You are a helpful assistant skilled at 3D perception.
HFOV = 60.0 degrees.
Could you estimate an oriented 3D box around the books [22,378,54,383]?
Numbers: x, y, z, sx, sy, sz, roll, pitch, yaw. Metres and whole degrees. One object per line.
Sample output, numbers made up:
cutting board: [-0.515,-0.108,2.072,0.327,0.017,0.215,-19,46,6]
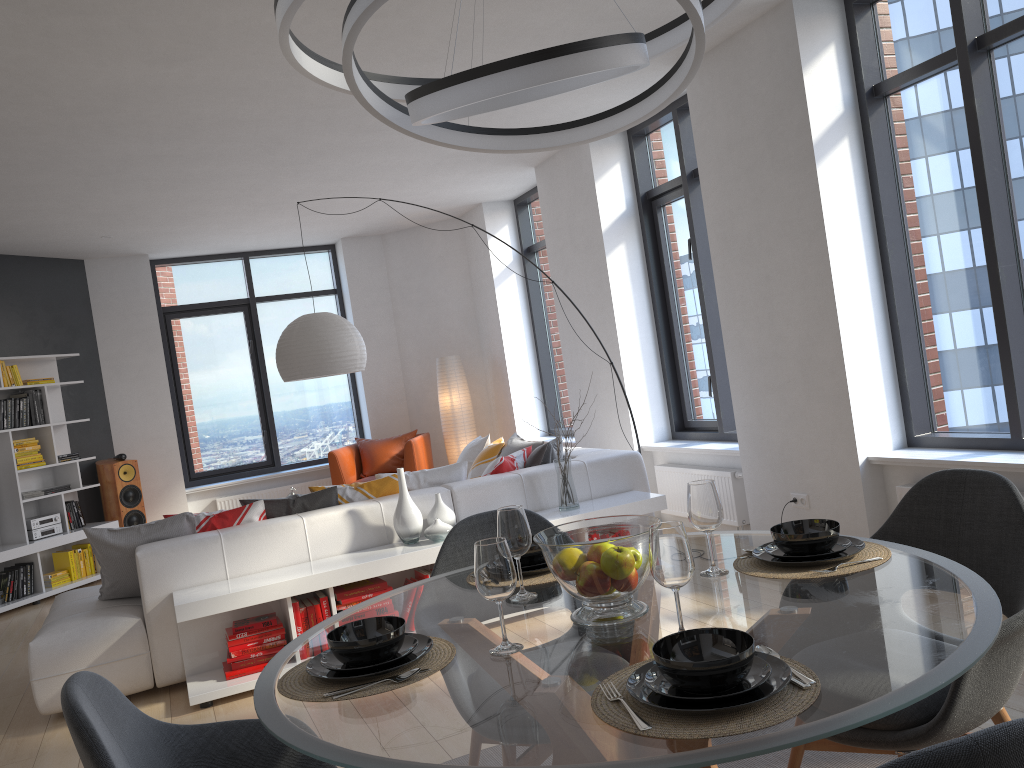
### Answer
books: [-4.191,-0.023,7.761,0.203,0.024,0.257,-8,1,26]

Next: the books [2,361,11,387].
books: [-4.304,-0.074,7.453,0.164,0.224,0.054,-8,1,22]

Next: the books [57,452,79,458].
books: [-4.011,0.644,7.915,0.161,0.023,0.213,-8,1,26]

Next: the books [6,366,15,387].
books: [-4.269,-0.057,7.473,0.132,0.180,0.054,-8,1,23]

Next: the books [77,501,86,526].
books: [-3.940,1.175,7.970,0.179,0.233,0.077,-8,1,23]

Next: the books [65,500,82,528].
books: [-3.943,1.167,7.902,0.193,0.255,0.066,-8,1,22]

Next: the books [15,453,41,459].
books: [-4.208,0.627,7.592,0.189,0.014,0.251,-8,1,26]

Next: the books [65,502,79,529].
books: [-3.943,1.173,7.871,0.169,0.242,0.050,-8,1,22]

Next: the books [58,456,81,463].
books: [-3.990,0.680,7.908,0.161,0.023,0.213,-8,1,26]

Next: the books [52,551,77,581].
books: [-3.888,1.585,7.704,0.198,0.255,0.044,-8,1,23]

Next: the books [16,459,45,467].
books: [-4.181,0.686,7.587,0.203,0.024,0.257,-8,1,26]

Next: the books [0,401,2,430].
books: [-4.292,0.274,7.348,0.172,0.242,0.069,-8,1,24]

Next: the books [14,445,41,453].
books: [-4.208,0.563,7.601,0.176,0.033,0.239,-8,1,26]

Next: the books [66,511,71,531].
books: [-3.991,1.169,7.806,0.202,0.268,0.053,-8,1,22]

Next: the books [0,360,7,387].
books: [-4.300,-0.075,7.393,0.161,0.229,0.041,-8,1,22]

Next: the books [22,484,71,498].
books: [-4.069,0.936,7.752,0.250,0.047,0.310,-8,1,18]

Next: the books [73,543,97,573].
books: [-3.813,1.562,7.924,0.213,0.270,0.025,-8,1,23]

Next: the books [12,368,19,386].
books: [-4.236,-0.052,7.502,0.108,0.161,0.046,-8,1,22]

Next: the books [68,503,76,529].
books: [-3.958,1.179,7.854,0.170,0.236,0.049,-8,1,23]

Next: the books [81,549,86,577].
books: [-3.838,1.583,7.821,0.169,0.239,0.023,-8,1,23]

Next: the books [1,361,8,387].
books: [-4.308,-0.073,7.421,0.163,0.224,0.041,-8,1,21]

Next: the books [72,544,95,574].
books: [-3.816,1.563,7.896,0.204,0.270,0.029,-8,1,23]

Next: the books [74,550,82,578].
books: [-3.861,1.581,7.769,0.180,0.251,0.019,-8,1,23]

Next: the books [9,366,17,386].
books: [-4.255,-0.059,7.489,0.128,0.178,0.044,-8,1,23]

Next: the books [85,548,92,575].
books: [-3.819,1.582,7.867,0.172,0.234,0.024,-8,1,23]

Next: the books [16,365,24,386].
books: [-4.241,-0.065,7.553,0.142,0.184,0.044,-8,1,24]

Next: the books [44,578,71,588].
books: [-3.909,1.703,7.592,0.147,0.033,0.190,-8,1,23]

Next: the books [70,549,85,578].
books: [-3.848,1.579,7.793,0.185,0.250,0.035,-8,1,23]

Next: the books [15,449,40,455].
books: [-4.210,0.590,7.593,0.171,0.019,0.239,-8,1,23]

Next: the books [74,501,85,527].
books: [-3.924,1.170,7.926,0.177,0.242,0.066,-8,1,23]

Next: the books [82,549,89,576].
books: [-3.825,1.583,7.842,0.172,0.234,0.024,-8,1,23]

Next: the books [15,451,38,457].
books: [-4.196,0.608,7.575,0.145,0.023,0.217,-8,1,27]

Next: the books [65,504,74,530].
books: [-3.973,1.181,7.834,0.189,0.240,0.053,-8,1,23]

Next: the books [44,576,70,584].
books: [-3.916,1.681,7.594,0.148,0.011,0.196,-8,1,23]

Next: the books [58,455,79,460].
books: [-3.996,0.661,7.907,0.142,0.015,0.198,-8,1,21]

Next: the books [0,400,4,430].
books: [-4.308,0.268,7.379,0.192,0.254,0.075,-8,1,22]

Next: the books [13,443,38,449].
books: [-4.217,0.536,7.595,0.160,0.022,0.227,-8,1,38]

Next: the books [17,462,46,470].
books: [-4.168,0.710,7.587,0.194,0.028,0.257,-8,1,28]

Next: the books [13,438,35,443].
books: [-4.242,0.493,7.601,0.163,0.023,0.223,-8,1,27]

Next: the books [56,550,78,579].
books: [-3.879,1.580,7.733,0.199,0.263,0.015,-8,1,23]

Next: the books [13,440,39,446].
books: [-4.214,0.512,7.601,0.163,0.023,0.223,-8,1,27]

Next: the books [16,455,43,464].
books: [-4.190,0.653,7.589,0.189,0.042,0.243,-8,1,23]

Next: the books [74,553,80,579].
books: [-3.850,1.593,7.742,0.156,0.229,0.024,-8,1,23]

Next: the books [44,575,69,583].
books: [-3.902,1.665,7.581,0.113,0.018,0.169,-8,1,24]

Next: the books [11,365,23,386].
books: [-4.242,-0.064,7.529,0.141,0.184,0.064,-8,1,24]

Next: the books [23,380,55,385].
books: [-4.179,0.001,7.761,0.194,0.028,0.257,-8,1,28]
